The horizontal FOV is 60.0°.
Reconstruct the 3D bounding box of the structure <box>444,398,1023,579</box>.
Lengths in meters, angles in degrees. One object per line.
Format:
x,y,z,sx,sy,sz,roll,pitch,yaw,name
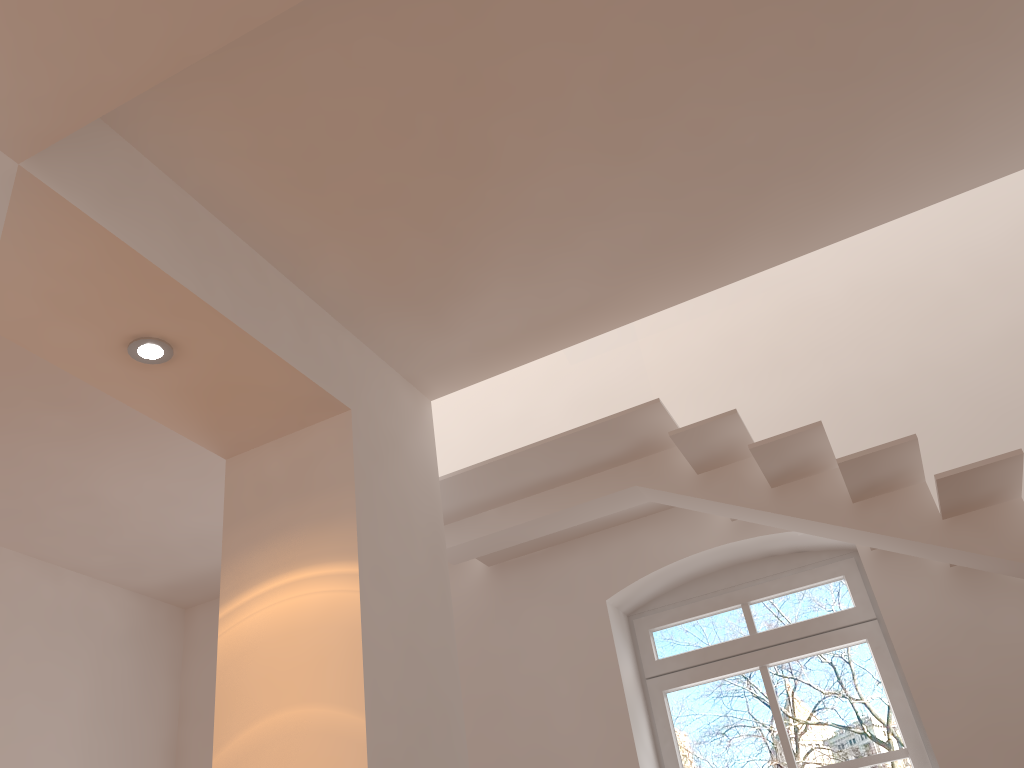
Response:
1.388,0.739,2.306,4.630,3.042,3.450,-21,-35,17,structure

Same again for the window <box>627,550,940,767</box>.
1.337,1.722,4.422,1.308,1.737,0.142,-21,-35,17,window
